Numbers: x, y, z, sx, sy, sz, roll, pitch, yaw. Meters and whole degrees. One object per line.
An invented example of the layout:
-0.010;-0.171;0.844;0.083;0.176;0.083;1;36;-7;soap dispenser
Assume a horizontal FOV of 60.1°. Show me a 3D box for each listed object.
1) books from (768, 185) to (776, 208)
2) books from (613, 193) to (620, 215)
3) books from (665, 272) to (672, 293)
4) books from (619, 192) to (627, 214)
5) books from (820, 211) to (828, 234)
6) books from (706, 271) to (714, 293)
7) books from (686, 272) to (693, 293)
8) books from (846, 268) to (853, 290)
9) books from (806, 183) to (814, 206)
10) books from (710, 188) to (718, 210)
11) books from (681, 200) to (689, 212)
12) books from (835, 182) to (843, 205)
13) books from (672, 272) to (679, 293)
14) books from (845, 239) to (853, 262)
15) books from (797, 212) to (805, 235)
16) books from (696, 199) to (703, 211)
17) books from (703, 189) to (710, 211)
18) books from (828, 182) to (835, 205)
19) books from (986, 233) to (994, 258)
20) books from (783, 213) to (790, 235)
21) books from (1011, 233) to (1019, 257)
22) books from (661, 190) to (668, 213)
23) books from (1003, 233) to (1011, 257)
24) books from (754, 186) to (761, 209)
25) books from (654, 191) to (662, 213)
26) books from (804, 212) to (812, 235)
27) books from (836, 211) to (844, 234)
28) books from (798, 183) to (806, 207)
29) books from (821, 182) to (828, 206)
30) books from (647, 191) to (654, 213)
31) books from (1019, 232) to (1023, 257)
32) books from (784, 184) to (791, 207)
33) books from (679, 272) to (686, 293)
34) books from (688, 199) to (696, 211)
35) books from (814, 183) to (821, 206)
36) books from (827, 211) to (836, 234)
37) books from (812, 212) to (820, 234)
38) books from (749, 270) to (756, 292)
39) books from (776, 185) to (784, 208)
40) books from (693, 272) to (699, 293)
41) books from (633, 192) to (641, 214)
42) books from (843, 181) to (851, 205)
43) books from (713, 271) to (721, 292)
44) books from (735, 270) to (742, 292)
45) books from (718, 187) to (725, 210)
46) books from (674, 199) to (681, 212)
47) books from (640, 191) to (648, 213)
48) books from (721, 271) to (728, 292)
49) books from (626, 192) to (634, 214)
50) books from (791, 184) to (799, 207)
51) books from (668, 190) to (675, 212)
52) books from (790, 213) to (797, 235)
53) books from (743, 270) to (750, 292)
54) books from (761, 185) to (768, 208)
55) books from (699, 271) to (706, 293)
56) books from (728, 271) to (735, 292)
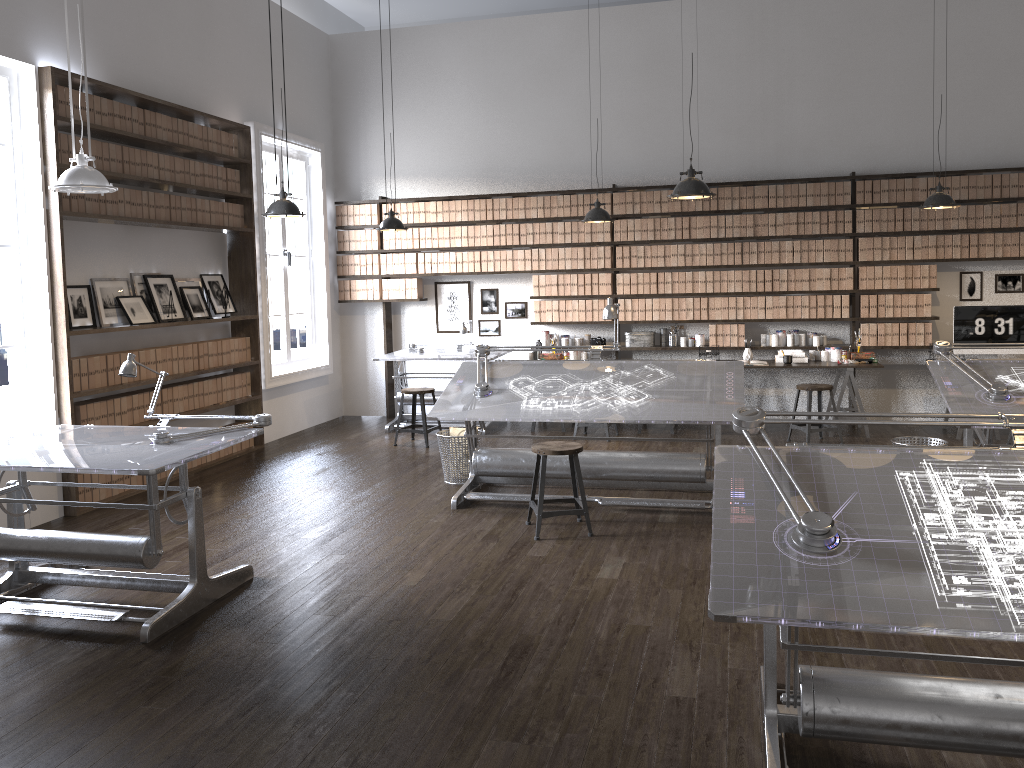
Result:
2.583;-1.853;8.792;0.067;0.225;0.175;0;5;14;books
1.093;-1.861;9.173;0.067;0.225;0.175;0;5;14;books
1.613;-1.033;9.098;0.067;0.225;0.175;0;5;14;books
1.153;-1.860;9.153;0.067;0.225;0.175;0;5;14;books
3.056;-1.577;8.699;0.067;0.225;0.175;0;5;14;books
2.012;-1.032;8.997;0.067;0.225;0.175;0;5;14;books
1.815;-1.032;9.045;0.067;0.225;0.175;0;5;14;books
3.295;-1.026;8.671;0.067;0.225;0.175;0;5;14;books
2.927;-1.852;8.708;0.067;0.225;0.175;0;5;14;books
2.038;-1.856;8.931;0.067;0.225;0.175;0;5;14;books
1.760;-1.858;9.006;0.067;0.225;0.175;0;5;14;books
3.188;-1.852;8.645;0.067;0.225;0.175;0;5;14;books
1.683;-1.034;9.085;0.067;0.225;0.175;0;5;14;books
3.287;-1.302;8.658;0.067;0.225;0.175;0;5;14;books
2.849;-1.577;8.750;0.067;0.225;0.175;0;5;14;books
1.897;-1.857;8.967;0.067;0.225;0.175;0;5;14;books
1.967;-1.857;8.955;0.067;0.225;0.175;0;5;14;books
3.119;-1.852;8.662;0.067;0.225;0.175;0;5;14;books
4.486;-1.302;8.349;0.067;0.225;0.175;0;5;14;books
2.719;-1.578;8.782;0.067;0.225;0.175;0;5;14;books
4.693;-1.302;8.302;0.067;0.225;0.175;0;5;14;books
1.568;-1.858;9.052;0.067;0.225;0.175;0;5;14;books
4.626;-1.303;8.321;0.067;0.225;0.175;0;5;14;books
2.452;-1.855;8.829;0.067;0.225;0.175;0;5;14;books
1.498;-1.858;9.068;0.067;0.225;0.175;0;5;14;books
2.918;-1.577;8.733;0.067;0.225;0.175;0;5;14;books
3.201;-1.576;8.662;0.067;0.225;0.175;0;5;14;books
2.857;-1.853;8.724;0.067;0.225;0.175;0;5;14;books
3.052;-1.851;8.673;0.067;0.225;0.175;0;5;14;books
1.430;-1.859;9.089;0.067;0.225;0.175;0;5;14;books
4.765;-1.302;8.283;0.067;0.225;0.175;0;5;14;books
2.722;-1.854;8.764;0.067;0.225;0.175;0;5;14;books
1.752;-1.033;9.068;0.067;0.225;0.175;0;5;14;books
1.829;-1.857;8.989;0.067;0.225;0.175;0;5;14;books
2.989;-1.852;8.694;0.067;0.225;0.175;0;5;14;books
3.127;-1.576;8.675;0.067;0.225;0.175;0;5;14;books
2.986;-1.576;8.712;0.067;0.225;0.175;0;5;14;books
2.417;-1.030;8.897;0.067;0.225;0.175;0;5;14;books
2.654;-1.854;8.777;0.067;0.225;0.175;0;5;14;books
1.881;-1.033;9.034;0.067;0.225;0.175;0;5;14;books
1.295;-1.859;9.121;0.067;0.225;0.175;0;5;14;books
3.255;-1.851;8.624;0.067;0.225;0.175;0;5;14;books
2.081;-1.032;8.983;0.067;0.225;0.175;0;5;14;books
2.285;-1.030;8.926;0.067;0.225;0.175;0;5;14;books
2.111;-1.856;8.918;0.067;0.225;0.175;0;5;14;books
1.693;-1.857;9.017;0.067;0.225;0.175;0;5;14;books
1.363;-1.860;9.108;0.067;0.225;0.175;0;5;14;books
2.149;-1.032;8.968;0.067;0.225;0.175;0;5;14;books
1.224;-1.859;9.136;0.067;0.225;0.175;0;5;14;books
2.789;-1.853;8.745;0.067;0.225;0.175;0;5;14;books
1.630;-1.858;9.038;0.067;0.225;0.175;0;5;14;books
2.783;-1.577;8.761;0.067;0.225;0.175;0;5;14;books
2.355;-1.030;8.908;0.067;0.225;0.175;0;5;14;books
2.512;-1.854;8.809;0.067;0.225;0.175;0;5;14;books
1.942;-1.032;9.017;0.067;0.225;0.175;0;5;14;books
2.215;-1.031;8.947;0.067;0.225;0.175;0;5;14;books
